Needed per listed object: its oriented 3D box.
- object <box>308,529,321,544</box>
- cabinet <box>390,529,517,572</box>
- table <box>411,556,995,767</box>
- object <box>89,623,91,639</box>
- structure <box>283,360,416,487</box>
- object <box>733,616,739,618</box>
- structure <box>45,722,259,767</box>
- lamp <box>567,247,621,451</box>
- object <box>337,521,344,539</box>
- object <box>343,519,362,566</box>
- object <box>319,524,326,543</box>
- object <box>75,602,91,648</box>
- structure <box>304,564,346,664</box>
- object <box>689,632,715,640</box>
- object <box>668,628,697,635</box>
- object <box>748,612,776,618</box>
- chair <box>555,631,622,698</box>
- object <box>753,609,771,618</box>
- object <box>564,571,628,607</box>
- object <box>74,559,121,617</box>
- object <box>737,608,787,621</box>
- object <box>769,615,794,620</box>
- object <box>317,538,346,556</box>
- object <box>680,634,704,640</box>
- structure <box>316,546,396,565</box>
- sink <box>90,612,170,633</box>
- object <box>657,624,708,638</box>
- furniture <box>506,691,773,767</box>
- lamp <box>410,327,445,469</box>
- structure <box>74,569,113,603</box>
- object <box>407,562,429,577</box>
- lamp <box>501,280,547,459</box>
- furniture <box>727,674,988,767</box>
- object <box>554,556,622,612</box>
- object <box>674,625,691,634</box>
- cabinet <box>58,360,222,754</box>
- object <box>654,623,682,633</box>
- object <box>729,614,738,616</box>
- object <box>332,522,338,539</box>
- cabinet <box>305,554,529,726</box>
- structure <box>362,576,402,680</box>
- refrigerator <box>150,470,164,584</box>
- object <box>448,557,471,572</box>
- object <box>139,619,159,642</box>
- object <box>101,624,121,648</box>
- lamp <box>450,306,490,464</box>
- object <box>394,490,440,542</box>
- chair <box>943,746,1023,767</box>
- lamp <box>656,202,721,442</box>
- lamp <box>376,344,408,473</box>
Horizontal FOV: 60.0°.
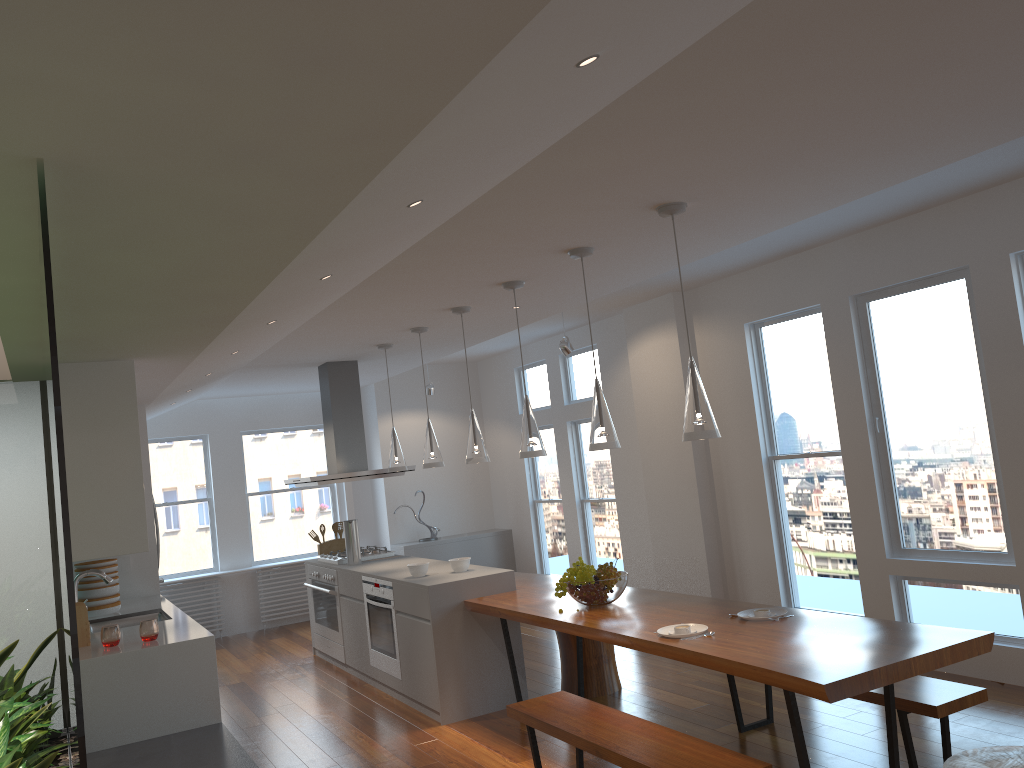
[{"bbox_3d":[-1.721,1.428,7.955,0.199,0.259,0.016,-5,-5,-18],"label":"object"},{"bbox_3d":[-0.632,2.070,9.891,1.309,0.725,0.420,-4,-5,-28],"label":"cabinet"},{"bbox_3d":[0.067,1.671,5.708,0.893,0.704,5.996,-4,-5,-28],"label":"table"},{"bbox_3d":[-2.435,1.350,4.994,0.100,0.170,0.173,-4,-5,-26],"label":"object"},{"bbox_3d":[-1.486,0.145,7.712,0.909,1.405,0.900,-4,-5,-28],"label":"structure"},{"bbox_3d":[1.089,1.071,4.125,0.164,0.006,0.017,-3,-5,-33],"label":"object"},{"bbox_3d":[-1.840,1.758,1.931,3.088,0.386,5.584,-4,-5,-28],"label":"structure"},{"bbox_3d":[0.392,-0.206,4.348,0.160,1.060,0.160,-6,-5,-1],"label":"lamp"},{"bbox_3d":[-1.548,1.397,8.031,0.057,0.299,0.019,-4,-5,-28],"label":"object"},{"bbox_3d":[-1.282,1.279,7.170,0.120,0.356,0.172,-8,-5,20],"label":"object"},{"bbox_3d":[-1.692,1.408,7.976,0.055,0.299,0.027,-4,-5,-28],"label":"object"},{"bbox_3d":[-2.335,1.295,4.772,0.104,0.222,0.200,-4,-5,-28],"label":"object"},{"bbox_3d":[-1.336,1.890,7.564,0.649,0.735,0.890,-4,-5,-28],"label":"structure"},{"bbox_3d":[0.797,1.071,3.757,0.149,0.014,0.044,-4,-5,-29],"label":"object"},{"bbox_3d":[0.747,1.088,3.882,0.124,0.011,0.124,-6,-5,-7],"label":"object"},{"bbox_3d":[1.141,1.056,4.038,0.124,0.011,0.124,-11,-6,44],"label":"object"},{"bbox_3d":[0.489,1.760,5.771,0.396,0.455,0.402,-3,-6,-38],"label":"chair"},{"bbox_3d":[1.139,1.045,4.039,0.079,0.030,0.070,-8,-5,15],"label":"object"},{"bbox_3d":[0.464,1.129,4.837,0.360,0.159,0.360,-9,-5,25],"label":"object"},{"bbox_3d":[-2.800,1.380,5.994,0.267,0.356,0.266,-6,-5,-2],"label":"object"},{"bbox_3d":[1.140,1.051,4.039,0.222,0.020,0.222,-3,-6,-36],"label":"object"},{"bbox_3d":[1.201,1.037,3.952,0.158,0.017,0.019,-3,-5,-33],"label":"object"},{"bbox_3d":[-1.574,1.479,8.017,0.353,0.157,0.084,-4,-5,-28],"label":"object"},{"bbox_3d":[0.783,1.079,3.786,0.164,0.006,0.017,-5,-5,-23],"label":"object"},{"bbox_3d":[-1.352,1.467,7.628,0.520,0.073,0.650,-4,-5,-28],"label":"structure"},{"bbox_3d":[-2.377,1.589,5.524,0.449,0.192,0.666,-4,-5,-28],"label":"sink"},{"bbox_3d":[0.747,1.083,3.882,0.222,0.020,0.222,-7,-5,12],"label":"object"},{"bbox_3d":[0.463,1.621,3.642,0.316,0.389,1.433,-4,-5,-28],"label":"furniture"},{"bbox_3d":[-0.608,0.061,6.254,0.160,1.060,0.160,-6,-5,-1],"label":"lamp"},{"bbox_3d":[-2.583,1.410,5.473,0.248,0.536,0.115,-4,-5,-28],"label":"structure"},{"bbox_3d":[-0.621,1.240,5.909,0.152,0.082,0.152,-7,-5,11],"label":"object"},{"bbox_3d":[0.059,-0.117,4.983,0.160,1.060,0.160,-6,-5,-1],"label":"lamp"},{"bbox_3d":[1.513,1.548,4.203,0.316,0.389,1.433,-4,-5,-28],"label":"furniture"},{"bbox_3d":[0.428,1.070,4.842,0.292,0.284,0.394,-9,-5,26],"label":"object"},{"bbox_3d":[0.746,1.077,3.882,0.079,0.030,0.070,-9,-5,25],"label":"object"},{"bbox_3d":[-2.922,1.289,6.455,0.676,2.280,4.565,-4,-5,-28],"label":"cabinet"},{"bbox_3d":[0.702,1.095,3.978,0.158,0.017,0.019,-4,-5,-23],"label":"object"},{"bbox_3d":[1.076,1.070,4.143,0.149,0.014,0.044,-4,-5,-27],"label":"object"},{"bbox_3d":[-1.587,1.402,8.032,0.061,0.299,0.040,-4,-5,-30],"label":"object"},{"bbox_3d":[-0.879,1.800,6.783,0.597,0.832,2.936,-4,-5,-28],"label":"cabinet"},{"bbox_3d":[-0.908,1.688,6.210,0.072,0.648,0.644,-4,-5,-28],"label":"structure"},{"bbox_3d":[-3.192,1.591,7.116,0.725,1.772,0.908,-4,-5,-28],"label":"refrigerator"},{"bbox_3d":[-0.345,1.210,5.918,0.152,0.082,0.152,-8,-5,22],"label":"object"},{"bbox_3d":[-1.898,1.289,4.640,0.094,0.106,0.094,-5,-5,-22],"label":"object"},{"bbox_3d":[-2.080,1.306,4.596,0.094,0.106,0.094,-5,-5,-22],"label":"object"},{"bbox_3d":[-0.274,-0.028,5.619,0.160,1.060,0.160,-6,-5,-1],"label":"lamp"},{"bbox_3d":[-1.023,1.450,9.724,0.210,0.563,0.590,-9,-5,33],"label":"object"},{"bbox_3d":[1.624,1.409,2.758,0.460,0.400,0.460,-5,-5,-18],"label":"chair"},{"bbox_3d":[0.726,-0.295,3.712,0.160,1.060,0.160,-6,-5,-1],"label":"lamp"},{"bbox_3d":[-0.941,0.150,6.890,0.160,1.060,0.160,-6,-5,-1],"label":"lamp"}]
